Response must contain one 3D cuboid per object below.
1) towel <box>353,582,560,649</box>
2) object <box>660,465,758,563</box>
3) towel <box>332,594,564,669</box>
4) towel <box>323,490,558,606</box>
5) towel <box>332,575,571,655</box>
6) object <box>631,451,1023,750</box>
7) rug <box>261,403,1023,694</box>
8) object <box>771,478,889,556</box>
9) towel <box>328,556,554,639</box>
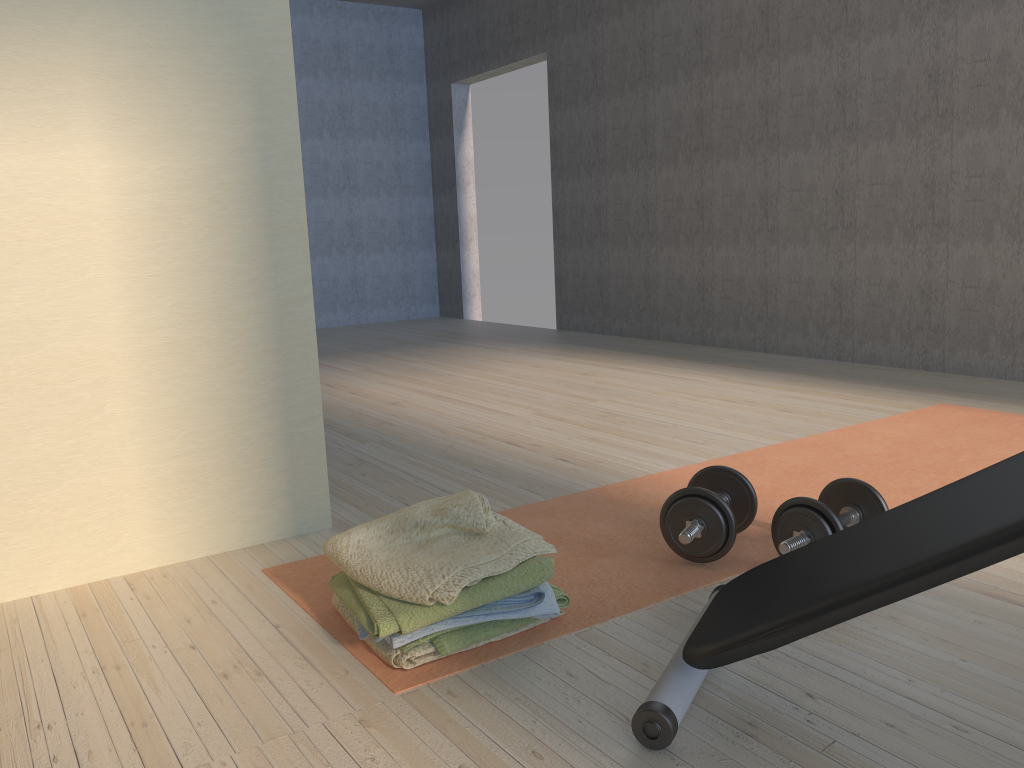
[{"bbox_3d":[-0.131,0.400,1.769,0.383,0.078,0.383,-5,10,-16],"label":"towel"},{"bbox_3d":[0.461,0.299,2.067,0.176,0.176,0.385,3,11,28],"label":"object"},{"bbox_3d":[-0.146,0.445,1.797,0.376,0.044,0.371,-9,12,-33],"label":"towel"},{"bbox_3d":[-0.142,0.310,1.760,0.373,0.123,0.384,6,13,40],"label":"towel"},{"bbox_3d":[-0.127,0.420,1.797,0.380,0.081,0.367,-9,12,-34],"label":"towel"},{"bbox_3d":[0.857,0.148,1.177,1.312,0.746,0.505,2,11,26],"label":"object"},{"bbox_3d":[0.768,0.300,2.533,2.779,0.002,0.716,-9,12,-32],"label":"rug"},{"bbox_3d":[0.708,0.315,1.969,0.385,0.176,0.176,-11,13,-40],"label":"object"},{"bbox_3d":[-0.148,0.368,1.743,0.376,0.085,0.371,-8,11,-28],"label":"towel"}]
